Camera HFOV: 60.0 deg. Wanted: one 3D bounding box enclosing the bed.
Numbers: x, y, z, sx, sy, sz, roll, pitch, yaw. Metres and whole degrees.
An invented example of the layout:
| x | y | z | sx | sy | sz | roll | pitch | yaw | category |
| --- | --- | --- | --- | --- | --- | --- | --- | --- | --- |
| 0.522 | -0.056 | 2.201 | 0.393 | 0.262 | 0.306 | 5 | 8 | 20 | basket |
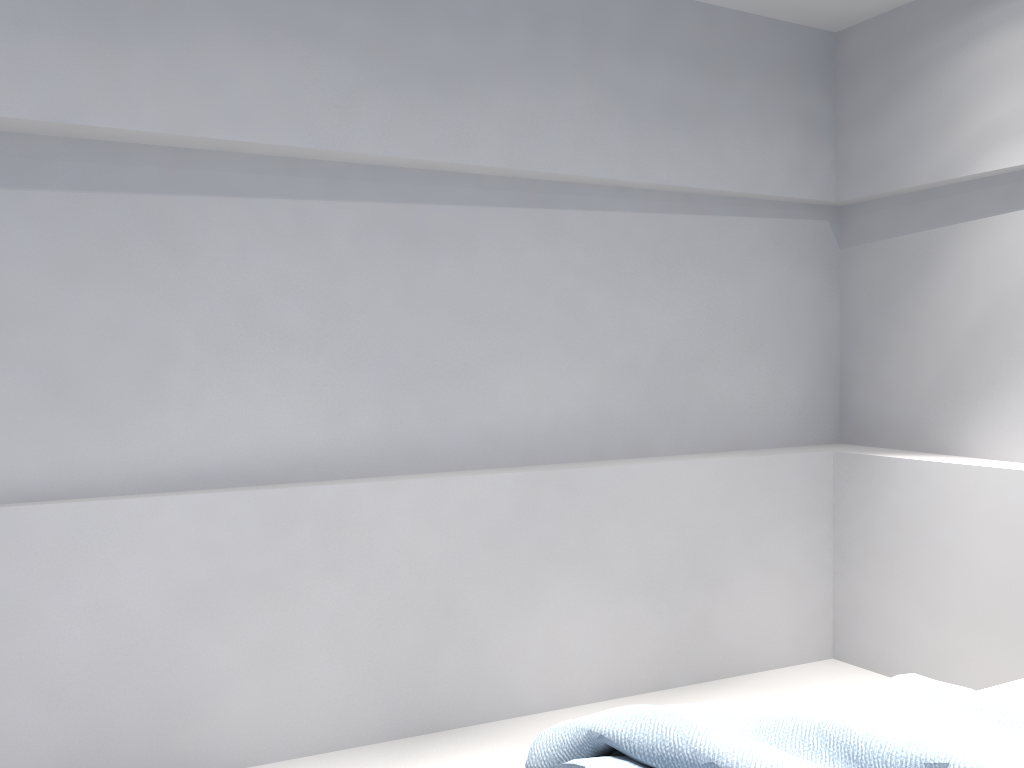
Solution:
| x | y | z | sx | sy | sz | roll | pitch | yaw | category |
| --- | --- | --- | --- | --- | --- | --- | --- | --- | --- |
| 1.230 | 0.805 | 1.847 | 2.319 | 0.752 | 1.411 | -1 | 2 | -26 | bed |
